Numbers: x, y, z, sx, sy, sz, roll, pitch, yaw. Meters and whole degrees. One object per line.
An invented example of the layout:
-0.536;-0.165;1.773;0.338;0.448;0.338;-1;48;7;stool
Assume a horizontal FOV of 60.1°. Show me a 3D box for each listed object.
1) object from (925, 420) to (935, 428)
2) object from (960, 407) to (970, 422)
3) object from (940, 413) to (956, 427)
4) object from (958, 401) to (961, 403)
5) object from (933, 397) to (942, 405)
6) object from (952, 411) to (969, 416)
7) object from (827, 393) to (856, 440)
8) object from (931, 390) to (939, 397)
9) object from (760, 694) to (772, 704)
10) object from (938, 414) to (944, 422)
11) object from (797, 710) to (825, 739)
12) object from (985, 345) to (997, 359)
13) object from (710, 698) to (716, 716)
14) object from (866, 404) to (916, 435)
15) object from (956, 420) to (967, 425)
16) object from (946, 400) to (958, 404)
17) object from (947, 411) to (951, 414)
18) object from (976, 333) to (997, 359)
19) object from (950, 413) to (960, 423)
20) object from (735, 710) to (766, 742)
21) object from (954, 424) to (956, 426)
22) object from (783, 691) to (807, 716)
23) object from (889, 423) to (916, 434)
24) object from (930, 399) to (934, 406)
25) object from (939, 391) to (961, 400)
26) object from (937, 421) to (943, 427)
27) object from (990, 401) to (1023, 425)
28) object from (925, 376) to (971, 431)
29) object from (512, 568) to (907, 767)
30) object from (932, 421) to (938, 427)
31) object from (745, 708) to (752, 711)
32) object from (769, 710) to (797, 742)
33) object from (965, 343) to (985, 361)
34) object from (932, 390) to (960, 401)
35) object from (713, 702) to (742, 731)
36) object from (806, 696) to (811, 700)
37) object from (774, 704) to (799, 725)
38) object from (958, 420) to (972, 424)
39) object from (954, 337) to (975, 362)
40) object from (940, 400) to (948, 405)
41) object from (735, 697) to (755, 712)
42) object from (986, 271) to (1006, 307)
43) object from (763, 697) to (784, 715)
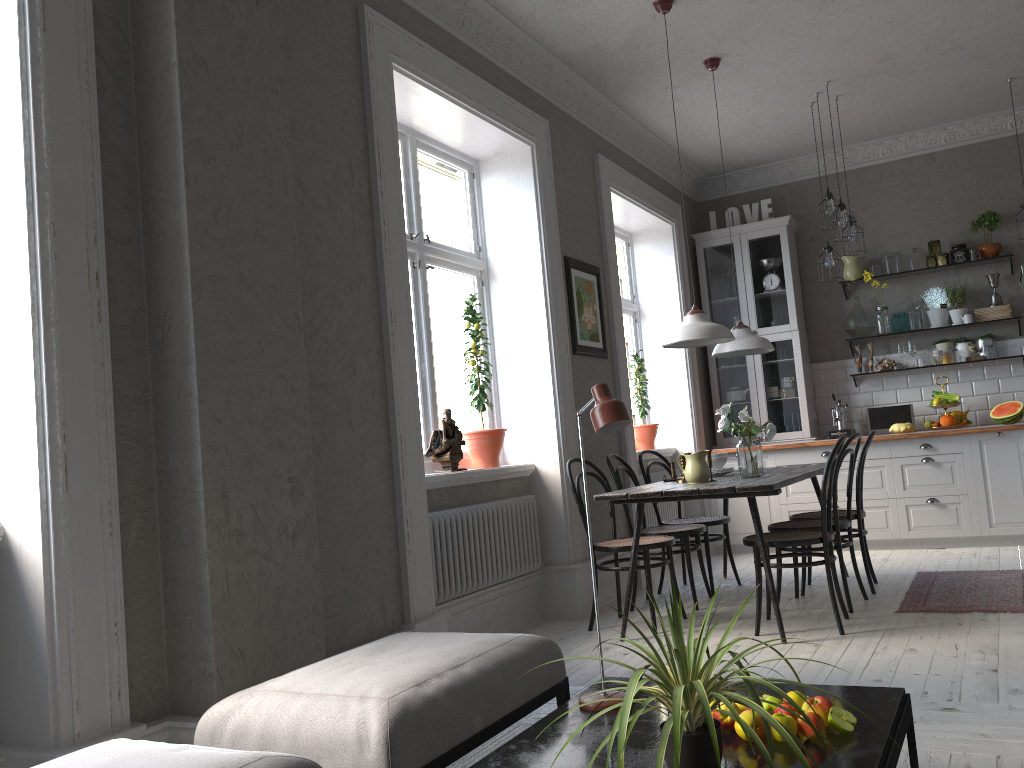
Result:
3.337;0.322;7.034;0.154;0.072;0.075;-2;-5;-33;object
3.535;0.239;6.928;0.128;0.120;0.060;-2;-6;-38;object
3.371;0.280;6.852;0.113;0.110;0.111;-5;-4;-5;object
3.493;0.146;6.946;0.051;0.050;0.050;-8;-6;37;object
3.333;0.138;6.939;0.080;0.069;0.058;-1;-6;-43;object
3.515;0.236;6.948;0.125;0.056;0.060;-7;-5;20;object
2.690;0.264;7.293;0.202;0.370;0.359;-7;-5;28;object
3.348;0.076;6.988;0.072;0.058;0.051;-5;-4;4;object
0.610;0.773;2.127;0.063;0.039;0.067;-8;-5;34;object
3.447;0.278;7.039;0.157;0.076;0.077;-2;-5;-36;object
0.654;0.744;1.934;0.057;0.058;0.056;-2;-6;-37;object
3.759;-0.252;6.960;0.076;0.108;0.079;-7;-5;21;object
0.487;0.775;2.109;0.068;0.055;0.059;-5;-4;-5;object
3.076;0.293;7.190;0.345;0.226;0.089;-7;-5;27;object
3.485;0.307;6.869;0.069;0.051;0.089;-4;-5;-14;object
3.443;0.153;6.937;0.075;0.062;0.100;-5;-4;1;object
3.469;0.263;7.019;0.084;0.093;0.088;-7;-5;24;object
3.795;-0.295;7.073;0.156;0.213;0.155;-7;-5;25;object
3.442;0.267;6.902;0.089;0.078;0.087;-2;-5;-36;object
0.523;0.753;1.949;0.069;0.066;0.071;-9;-6;43;object
3.428;0.321;6.905;0.070;0.065;0.070;-1;-6;-41;object
0.668;0.752;2.079;0.059;0.062;0.064;-6;-4;9;object
3.067;0.347;6.960;0.193;0.083;0.192;-8;-5;28;object
3.358;0.158;7.011;0.095;0.078;0.102;-6;-5;15;object
3.464;0.098;7.000;0.090;0.096;0.177;-1;-6;-42;object
3.375;0.327;6.990;0.069;0.076;0.231;-6;-5;11;object
3.705;0.219;6.627;0.222;0.174;0.231;-1;-6;-40;object
3.410;0.148;6.979;0.349;0.425;0.355;-6;-5;13;object
0.379;0.583;1.784;0.677;0.420;0.716;-1;-6;-44;object
3.354;0.319;6.984;0.090;0.057;0.084;-3;-5;-30;object
0.555;0.760;2.013;0.057;0.056;0.061;-6;-5;15;object
0.593;0.747;1.939;0.063;0.063;0.060;-2;-5;-30;object
3.672;-0.255;7.026;0.119;0.146;0.100;-5;-4;-4;object
3.405;0.090;6.953;0.207;0.101;0.068;-8;-5;34;object
0.493;0.762;2.034;0.066;0.066;0.072;-8;-5;33;object
0.711;0.766;2.136;0.047;0.036;0.062;-9;-6;39;object
0.619;0.752;1.998;0.056;0.058;0.059;-7;-5;19;object
3.529;0.302;6.986;0.055;0.044;0.213;-3;-5;-23;object
3.648;-0.278;7.140;0.150;0.214;0.170;-2;-5;-32;object
3.378;0.156;6.932;0.062;0.061;0.068;-7;-5;28;object
0.550;0.765;2.078;0.057;0.058;0.059;-6;-5;11;object
3.824;-0.751;7.016;0.129;0.287;0.132;-6;-4;13;object
0.608;0.758;2.058;0.062;0.058;0.061;-4;-5;-17;object
